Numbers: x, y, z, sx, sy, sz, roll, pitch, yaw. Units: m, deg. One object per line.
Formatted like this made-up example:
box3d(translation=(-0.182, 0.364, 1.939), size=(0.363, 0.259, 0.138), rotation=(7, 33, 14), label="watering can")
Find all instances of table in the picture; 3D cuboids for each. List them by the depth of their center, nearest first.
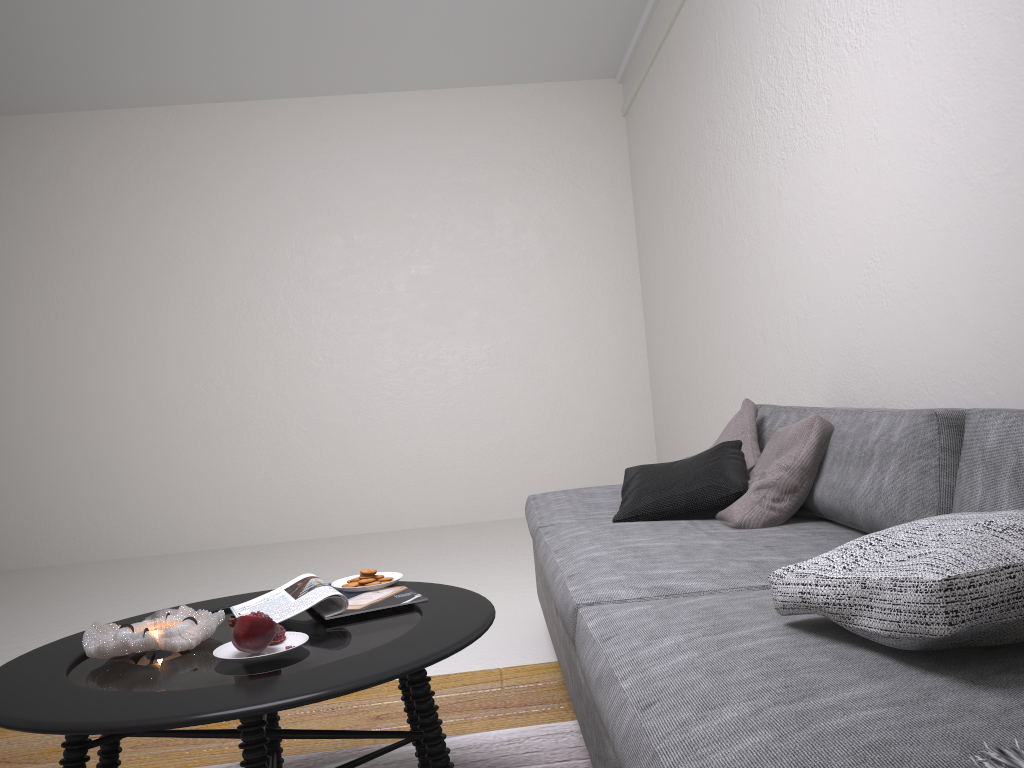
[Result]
box3d(translation=(-0.484, 0.713, 1.732), size=(0.948, 0.449, 0.940), rotation=(-5, -1, -6), label="table")

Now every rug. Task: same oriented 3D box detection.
box3d(translation=(-0.457, 0.896, 0.399), size=(1.957, 0.008, 3.697), rotation=(-5, -1, -3), label="rug")

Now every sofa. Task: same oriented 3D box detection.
box3d(translation=(0.662, 0.459, 1.858), size=(1.105, 0.772, 3.049), rotation=(-5, -1, -3), label="sofa")

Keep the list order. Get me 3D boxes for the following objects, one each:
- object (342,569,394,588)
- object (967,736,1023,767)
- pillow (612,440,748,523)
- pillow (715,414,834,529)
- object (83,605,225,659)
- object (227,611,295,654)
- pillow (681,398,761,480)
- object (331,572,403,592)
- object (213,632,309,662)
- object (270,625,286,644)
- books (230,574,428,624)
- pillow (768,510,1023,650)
box3d(translation=(-0.343, 0.458, 2.101), size=(0.122, 0.036, 0.117), rotation=(-4, -1, -42), label="object")
box3d(translation=(0.802, 0.389, 0.595), size=(0.632, 0.866, 0.867), rotation=(-4, -1, -38), label="object")
box3d(translation=(0.534, 0.334, 2.780), size=(0.417, 0.268, 0.406), rotation=(-6, -1, 17), label="pillow")
box3d(translation=(0.748, 0.254, 2.613), size=(0.339, 0.318, 0.421), rotation=(-5, -1, -4), label="pillow")
box3d(translation=(-0.694, 0.485, 1.732), size=(0.252, 0.062, 0.254), rotation=(-5, -1, 4), label="object")
box3d(translation=(-0.465, 0.450, 1.612), size=(0.108, 0.082, 0.090), rotation=(-6, -1, 31), label="object")
box3d(translation=(0.716, 0.283, 3.046), size=(0.348, 0.448, 0.484), rotation=(-6, -1, 18), label="pillow")
box3d(translation=(-0.342, 0.471, 2.099), size=(0.170, 0.015, 0.165), rotation=(-5, -1, -21), label="object")
box3d(translation=(-0.458, 0.485, 1.623), size=(0.164, 0.015, 0.171), rotation=(-6, -1, 42), label="object")
box3d(translation=(-0.449, 0.471, 1.678), size=(0.036, 0.036, 0.044), rotation=(-5, -1, 6), label="object")
box3d(translation=(-0.412, 0.461, 1.952), size=(0.378, 0.048, 0.300), rotation=(-5, -1, -25), label="books")
box3d(translation=(0.650, 0.287, 1.311), size=(0.410, 0.194, 0.400), rotation=(-5, -1, -17), label="pillow")
